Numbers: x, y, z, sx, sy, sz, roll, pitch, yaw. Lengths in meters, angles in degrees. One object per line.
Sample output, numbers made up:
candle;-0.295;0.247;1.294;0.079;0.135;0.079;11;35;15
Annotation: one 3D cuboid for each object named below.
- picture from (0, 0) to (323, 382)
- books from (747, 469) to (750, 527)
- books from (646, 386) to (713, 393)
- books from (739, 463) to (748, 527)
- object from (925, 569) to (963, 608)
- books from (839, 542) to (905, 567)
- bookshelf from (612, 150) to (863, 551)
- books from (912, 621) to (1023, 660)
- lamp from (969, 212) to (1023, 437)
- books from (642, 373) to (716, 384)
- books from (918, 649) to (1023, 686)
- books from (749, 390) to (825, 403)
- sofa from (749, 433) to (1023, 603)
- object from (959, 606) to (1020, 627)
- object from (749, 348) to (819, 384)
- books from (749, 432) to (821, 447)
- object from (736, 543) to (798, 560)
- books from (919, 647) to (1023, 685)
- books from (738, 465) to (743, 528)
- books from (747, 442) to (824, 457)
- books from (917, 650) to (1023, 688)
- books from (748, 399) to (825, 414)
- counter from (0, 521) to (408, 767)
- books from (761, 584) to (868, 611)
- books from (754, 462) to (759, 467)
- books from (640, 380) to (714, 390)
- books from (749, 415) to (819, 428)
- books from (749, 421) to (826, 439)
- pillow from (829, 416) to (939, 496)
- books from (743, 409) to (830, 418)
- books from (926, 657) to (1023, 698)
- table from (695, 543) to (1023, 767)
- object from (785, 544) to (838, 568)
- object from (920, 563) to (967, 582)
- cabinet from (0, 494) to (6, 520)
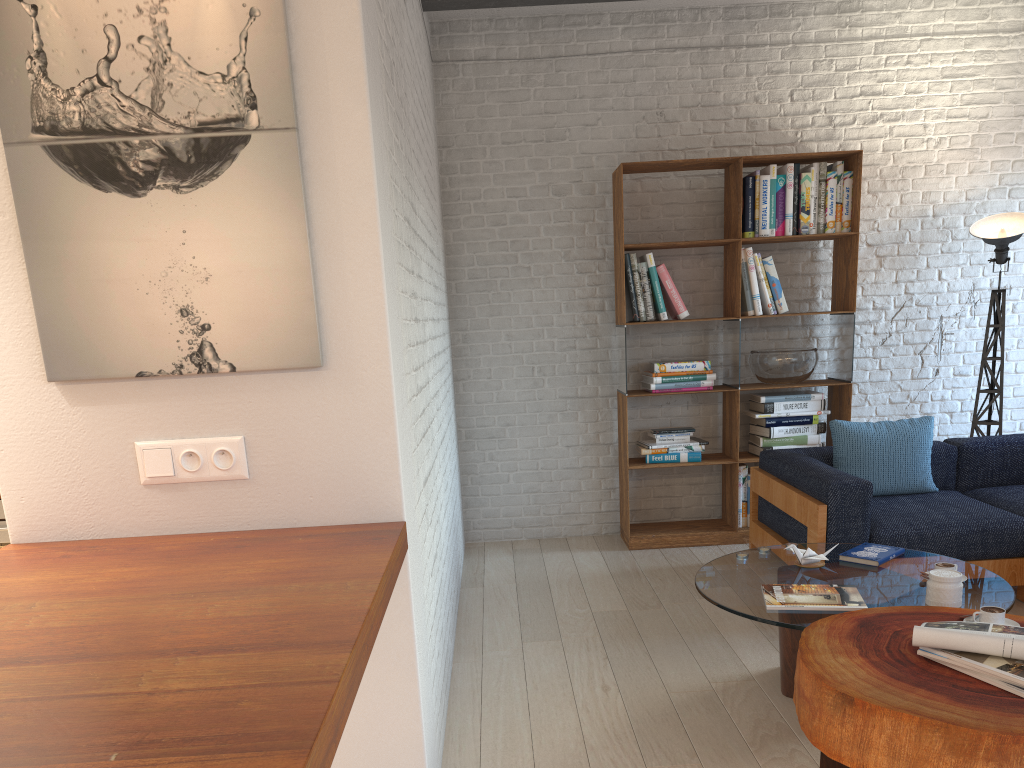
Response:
picture;-0.808;-0.532;1.963;0.655;1.051;0.019;-3;14;-1
books;1.459;0.701;5.416;0.057;0.341;0.246;-3;11;-1
books;0.995;0.026;5.234;0.355;0.021;0.264;-3;4;-1
books;1.411;0.676;5.417;0.036;0.396;0.235;-3;12;-1
object;1.419;0.672;2.862;0.108;0.112;0.104;-1;10;15
books;1.419;0.672;3.439;0.227;0.023;0.161;-7;6;-42
bookshelf;1.304;-0.146;5.184;1.318;2.278;0.351;-3;14;-1
books;1.266;0.684;2.336;0.321;0.113;0.266;0;7;31
lamp;2.953;-0.032;4.911;0.499;1.909;0.847;-10;14;-28
books;0.994;-0.039;5.204;0.379;0.038;0.237;-4;5;-7
books;1.282;0.713;2.274;0.249;0.011;0.313;-6;5;-32
books;1.655;0.075;5.267;0.379;0.038;0.237;-3;5;-1
sofa;2.415;0.747;2.966;2.079;0.682;3.832;-3;5;-1
object;1.403;0.686;2.568;0.146;0.057;0.170;-4;6;-12
object;1.629;-0.104;5.235;0.400;0.208;0.391;2;9;40
books;1.664;0.330;5.332;0.362;0.057;0.274;-3;5;1
object;1.039;0.681;3.567;0.299;0.028;0.067;-5;6;-23
books;1.281;0.703;2.263;0.250;0.011;0.312;-5;5;-27
books;1.375;0.679;5.401;0.036;0.396;0.235;-3;12;-1
books;1.668;0.391;5.329;0.379;0.067;0.237;-4;5;-6
books;1.288;0.722;2.294;0.249;0.011;0.313;-6;5;-32
books;1.662;0.126;5.284;0.379;0.067;0.237;-4;5;-6
counter;-1.054;0.950;1.111;1.685;0.949;2.421;-3;6;-1
books;1.032;0.733;3.000;0.318;0.011;0.245;-2;4;12
books;1.576;0.664;5.426;0.079;0.398;0.235;-3;12;-1
books;0.984;-0.002;5.220;0.379;0.038;0.237;-4;5;-5
books;1.642;0.211;5.275;0.326;0.057;0.247;-4;5;-6
books;1.672;0.270;5.302;0.378;0.067;0.238;-4;5;-14
pillow;1.914;0.376;4.493;0.555;0.423;0.215;-3;12;-1
books;1.656;0.171;5.277;0.444;0.021;0.264;-3;4;-1
books;1.292;0.734;2.281;0.251;0.011;0.311;-5;5;-22
table;1.198;0.935;2.860;1.077;0.461;1.774;-3;5;5
object;1.165;0.654;3.391;0.186;0.094;0.188;0;7;24
object;1.548;0.678;3.050;0.154;0.059;0.263;-4;5;-8
cabinet;-3.310;-0.083;3.439;4.706;2.928;2.228;-8;12;-36
